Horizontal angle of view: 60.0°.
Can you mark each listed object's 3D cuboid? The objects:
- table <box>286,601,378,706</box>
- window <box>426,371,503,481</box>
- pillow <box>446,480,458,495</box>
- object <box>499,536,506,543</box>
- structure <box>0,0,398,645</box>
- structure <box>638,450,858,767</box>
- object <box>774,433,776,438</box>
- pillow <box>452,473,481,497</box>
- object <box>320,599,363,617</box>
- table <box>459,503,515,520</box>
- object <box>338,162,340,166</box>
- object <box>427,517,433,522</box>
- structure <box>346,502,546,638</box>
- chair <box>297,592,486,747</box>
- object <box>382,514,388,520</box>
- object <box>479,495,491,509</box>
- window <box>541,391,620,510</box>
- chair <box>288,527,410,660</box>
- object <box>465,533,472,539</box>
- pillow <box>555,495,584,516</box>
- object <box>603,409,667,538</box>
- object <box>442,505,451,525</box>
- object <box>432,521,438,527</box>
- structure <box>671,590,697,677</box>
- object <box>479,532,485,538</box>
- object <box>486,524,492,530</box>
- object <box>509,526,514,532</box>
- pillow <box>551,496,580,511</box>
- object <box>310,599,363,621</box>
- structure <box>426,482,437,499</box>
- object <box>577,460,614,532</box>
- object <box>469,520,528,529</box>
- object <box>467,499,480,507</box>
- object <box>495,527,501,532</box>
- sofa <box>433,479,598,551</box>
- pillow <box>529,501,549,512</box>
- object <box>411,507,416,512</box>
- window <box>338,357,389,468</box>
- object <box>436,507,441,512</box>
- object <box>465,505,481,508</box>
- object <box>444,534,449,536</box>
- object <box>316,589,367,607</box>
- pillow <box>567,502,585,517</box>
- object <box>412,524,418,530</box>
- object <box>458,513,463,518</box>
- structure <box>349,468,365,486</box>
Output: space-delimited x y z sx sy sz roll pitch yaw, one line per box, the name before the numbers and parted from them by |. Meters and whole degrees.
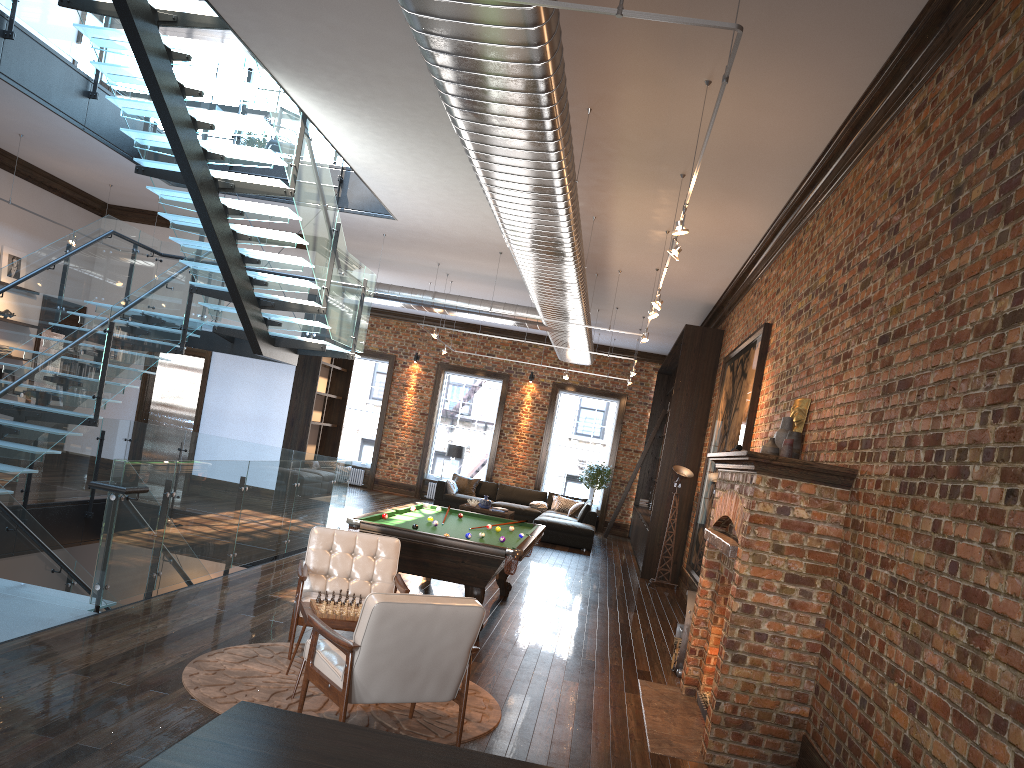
table | -1.077 1.651 5.455 0.519 0.495 0.461 11 -1 -19
window | -1.153 1.147 21.919 1.518 2.754 0.155 10 1 6
pillow | -1.292 2.242 19.262 0.243 0.305 0.575 10 -3 7
object | -0.088 1.427 8.142 0.057 0.057 0.057 9 -2 28
structure | -3.974 -0.185 8.662 3.570 14.499 7.056 10 0 7
structure | 1.520 1.450 6.202 0.885 1.907 2.004 10 -2 7
object | 2.017 0.478 6.675 0.119 0.250 0.117 10 0 -36
pillow | -1.068 2.230 19.628 0.699 0.440 0.305 10 -1 6
object | -0.975 1.338 5.335 0.336 0.101 0.075 11 -1 -19
table | -0.513 2.661 17.735 0.998 0.345 1.004 10 -3 6
object | -2.169 -3.251 12.910 0.538 0.769 0.522 10 -1 16
object | -0.810 1.343 8.794 0.056 0.057 0.057 9 -2 43
structure | -0.581 1.794 8.887 1.550 0.851 2.966 10 -3 7
chair | -0.670 1.492 4.776 0.774 0.866 0.737 11 -1 -34
object | -1.191 1.243 8.316 0.057 0.057 0.056 11 -2 -37
object | -0.531 2.351 17.667 0.214 0.251 0.217 9 -1 39
window | 1.648 1.624 21.624 1.518 2.754 0.155 10 1 6
chair | -1.148 1.508 6.260 0.771 0.866 0.739 10 -1 -14
object | -0.389 1.359 7.927 0.057 0.057 0.057 10 -1 11
pillow | 1.240 2.628 19.167 0.610 0.361 0.289 10 -1 10
object | 2.773 2.031 20.043 0.895 3.078 0.496 10 1 6
object | -0.706 1.406 9.575 0.028 0.072 1.607 10 -4 -1
object | -0.734 1.336 8.489 0.057 0.057 0.056 11 -2 -23
structure | 1.719 2.075 7.616 0.537 0.919 0.929 10 -1 7
object | -0.278 1.395 8.178 0.057 0.057 0.056 11 -2 -44
object | -0.235 1.464 9.071 0.057 0.057 0.056 11 -2 -29
object | -0.005 1.522 9.314 0.057 0.057 0.056 11 -2 -38
pillow | 1.182 2.657 19.353 0.702 0.338 0.270 10 -1 7
object | -1.027 1.400 5.458 0.390 0.028 0.387 11 -4 -19
structure | -1.463 2.698 21.667 1.299 0.396 0.216 10 0 6
object | 1.874 2.712 20.937 0.809 1.865 0.803 10 0 15
object | -0.123 1.506 9.514 0.028 0.072 1.616 10 -4 22
object | -0.749 2.348 17.524 0.220 0.159 0.217 12 -3 -42
object | -0.141 1.476 9.003 0.057 0.057 0.057 10 -1 7
sofa | 0.004 2.555 18.218 3.494 0.804 3.461 10 -4 6
pillow | 0.580 2.638 19.206 0.409 0.204 0.612 10 -3 4
object | -1.059 1.349 9.527 0.057 0.057 0.057 10 -1 5
window | -3.953 0.671 22.213 1.518 2.754 0.155 10 1 6
object | -0.831 1.427 10.075 0.057 0.057 0.057 10 -1 7
object | -0.772 2.416 17.515 0.265 0.018 0.203 8 -4 30
object | -0.559 1.303 7.548 0.057 0.057 0.057 9 -2 24
object | -1.058 1.340 5.579 0.336 0.101 0.075 11 -1 -19
pillow | 1.352 2.650 18.685 0.313 0.355 0.631 10 -3 6
object | -0.860 1.272 7.883 0.057 0.057 0.057 10 -1 11
object | -0.567 1.453 9.774 0.057 0.057 0.056 11 -2 -35
structure | -4.260 2.222 21.962 1.299 0.396 0.216 10 0 6
